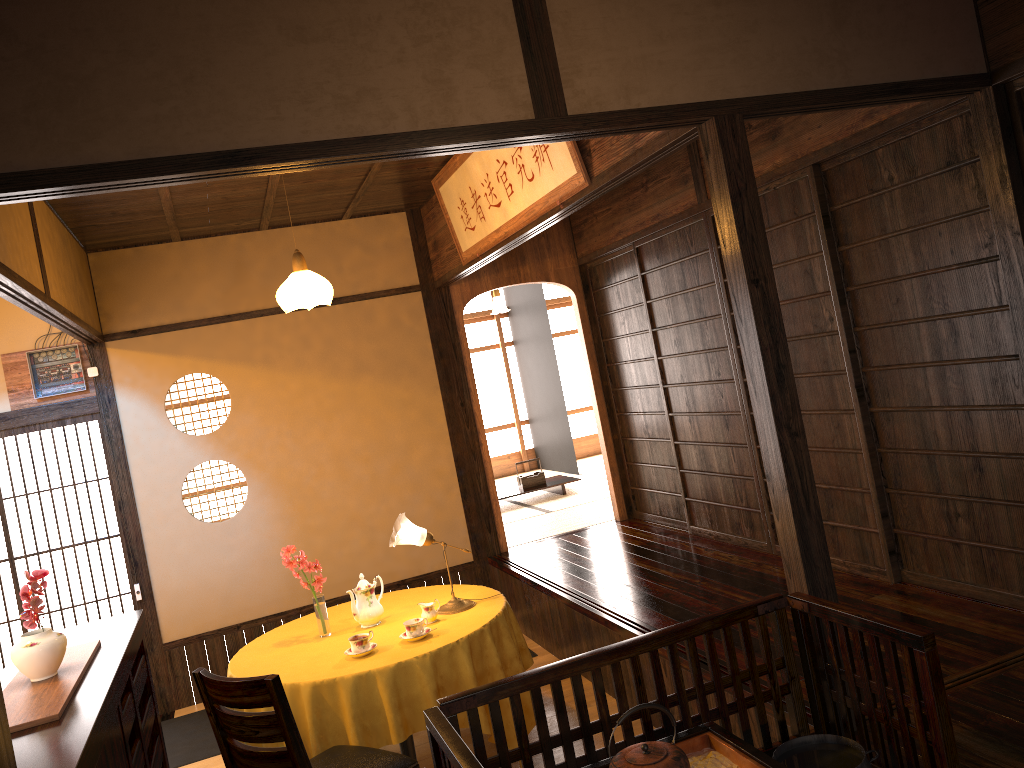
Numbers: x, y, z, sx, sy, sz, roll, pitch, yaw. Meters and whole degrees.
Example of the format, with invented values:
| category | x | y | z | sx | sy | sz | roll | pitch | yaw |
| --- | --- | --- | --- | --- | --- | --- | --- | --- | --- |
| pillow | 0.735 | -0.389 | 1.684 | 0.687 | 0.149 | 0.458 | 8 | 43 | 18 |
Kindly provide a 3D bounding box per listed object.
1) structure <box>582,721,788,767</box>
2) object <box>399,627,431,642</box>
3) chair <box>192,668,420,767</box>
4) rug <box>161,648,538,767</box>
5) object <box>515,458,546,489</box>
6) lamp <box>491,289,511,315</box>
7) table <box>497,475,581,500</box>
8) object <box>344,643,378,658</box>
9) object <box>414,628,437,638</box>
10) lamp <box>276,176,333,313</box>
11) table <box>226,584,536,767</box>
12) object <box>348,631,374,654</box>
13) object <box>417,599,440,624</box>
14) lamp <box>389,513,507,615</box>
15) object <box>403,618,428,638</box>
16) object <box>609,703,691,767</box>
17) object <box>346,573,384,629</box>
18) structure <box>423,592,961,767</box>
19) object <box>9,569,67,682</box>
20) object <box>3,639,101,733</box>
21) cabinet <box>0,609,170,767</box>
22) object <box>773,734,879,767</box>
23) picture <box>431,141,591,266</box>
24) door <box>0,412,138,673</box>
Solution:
| category | x | y | z | sx | sy | sz | roll | pitch | yaw |
| --- | --- | --- | --- | --- | --- | --- | --- | --- | --- |
| structure | 0.339 | 1.112 | 2.098 | 0.667 | 0.300 | 0.452 | -11 | 1 | -18 |
| object | -0.421 | 1.101 | 3.879 | 0.144 | 0.024 | 0.144 | -10 | 1 | 32 |
| chair | -0.697 | 1.404 | 3.158 | 0.489 | 0.960 | 0.579 | -11 | 0 | 37 |
| rug | -1.349 | 1.966 | 5.408 | 2.959 | 0.005 | 0.900 | -11 | 1 | -18 |
| object | 0.179 | 0.891 | 8.875 | 0.260 | 0.258 | 0.150 | -11 | 0 | -18 |
| lamp | -0.190 | -1.102 | 8.904 | 0.197 | 0.798 | 0.225 | -11 | 0 | -10 |
| table | 0.039 | 1.111 | 8.813 | 1.202 | 0.118 | 0.599 | -11 | 1 | -18 |
| object | -0.646 | 1.147 | 3.802 | 0.144 | 0.024 | 0.144 | -10 | 1 | 32 |
| object | -0.384 | 1.086 | 3.845 | 0.126 | 0.019 | 0.029 | -11 | 1 | -15 |
| lamp | -1.053 | -0.756 | 4.236 | 0.249 | 0.810 | 0.277 | -11 | 0 | 4 |
| table | -0.605 | 1.496 | 4.204 | 1.446 | 0.695 | 1.441 | -11 | 1 | -18 |
| object | -0.648 | 1.114 | 3.802 | 0.099 | 0.076 | 0.090 | -11 | 1 | 6 |
| object | -0.384 | 1.052 | 4.103 | 0.077 | 0.098 | 0.083 | -11 | 0 | 41 |
| lamp | -0.247 | 1.166 | 4.257 | 0.512 | 1.203 | 0.197 | -11 | 0 | -18 |
| object | -0.424 | 1.069 | 3.875 | 0.090 | 0.076 | 0.099 | -11 | 1 | -34 |
| object | 0.318 | 0.873 | 2.108 | 0.198 | 0.216 | 0.198 | -11 | 0 | 20 |
| object | -0.696 | 1.030 | 4.258 | 0.163 | 0.253 | 0.154 | -11 | 0 | -5 |
| structure | 0.447 | 0.985 | 2.294 | 1.199 | 0.500 | 0.597 | -11 | 1 | -18 |
| object | -1.771 | 0.895 | 3.334 | 0.189 | 0.378 | 0.321 | -11 | 0 | -9 |
| object | -1.697 | 1.086 | 3.207 | 0.267 | 0.020 | 0.996 | -11 | 1 | -18 |
| cabinet | -1.584 | 1.569 | 3.177 | 0.490 | 0.971 | 2.182 | -11 | 1 | -18 |
| object | 0.822 | 1.049 | 2.337 | 0.266 | 0.147 | 0.267 | -10 | 1 | 38 |
| picture | -0.090 | -1.063 | 4.675 | 0.117 | 0.565 | 2.041 | -11 | 1 | -18 |
| door | -3.729 | 1.414 | 5.371 | 2.652 | 2.001 | 0.066 | -11 | 0 | -18 |
